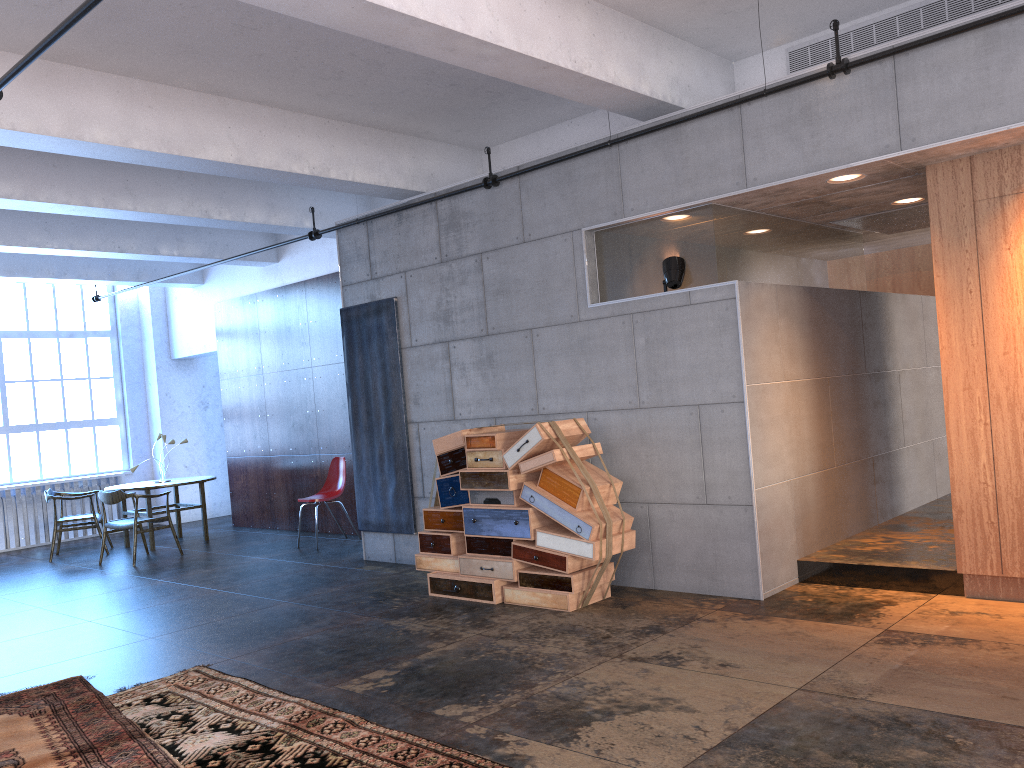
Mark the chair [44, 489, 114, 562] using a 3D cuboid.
[{"bbox_3d":[-5.339,1.695,10.918,0.682,0.864,0.718,-5,0,-21],"label":"chair"}]

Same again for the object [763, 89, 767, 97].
[{"bbox_3d":[6.498,-0.179,2.631,0.052,0.051,0.064,-5,0,35],"label":"object"}]

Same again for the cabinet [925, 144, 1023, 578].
[{"bbox_3d":[6.409,-0.431,3.733,7.942,2.563,2.427,-5,0,43],"label":"cabinet"}]

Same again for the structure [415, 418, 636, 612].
[{"bbox_3d":[0.000,0.945,6.667,1.874,1.315,0.651,-5,0,43],"label":"structure"}]

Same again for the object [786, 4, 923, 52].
[{"bbox_3d":[4.292,-1.283,4.666,5.834,2.868,0.059,-5,0,44],"label":"object"}]

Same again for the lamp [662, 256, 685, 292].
[{"bbox_3d":[1.155,-0.779,6.310,0.169,0.259,0.215,-5,0,24],"label":"lamp"}]

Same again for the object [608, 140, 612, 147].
[{"bbox_3d":[6.499,-0.120,2.718,0.063,0.053,0.051,-5,0,-4],"label":"object"}]

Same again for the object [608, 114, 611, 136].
[{"bbox_3d":[6.503,-0.167,2.744,0.063,0.053,0.051,-5,0,0],"label":"object"}]

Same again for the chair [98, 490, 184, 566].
[{"bbox_3d":[-4.254,1.592,10.068,0.715,0.864,0.684,-5,0,30],"label":"chair"}]

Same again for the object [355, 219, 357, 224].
[{"bbox_3d":[6.536,-0.158,2.697,0.053,0.052,0.061,-5,0,1],"label":"object"}]

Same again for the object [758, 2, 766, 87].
[{"bbox_3d":[6.436,-0.174,2.749,0.059,0.060,0.050,-5,0,-13],"label":"object"}]

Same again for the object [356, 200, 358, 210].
[{"bbox_3d":[6.524,-0.085,2.668,0.073,0.063,0.064,-5,0,8],"label":"object"}]

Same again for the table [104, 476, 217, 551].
[{"bbox_3d":[-4.419,1.673,11.263,1.314,0.851,1.306,-5,0,-3],"label":"table"}]

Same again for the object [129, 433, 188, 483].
[{"bbox_3d":[-4.469,0.932,11.248,0.790,0.624,0.235,-5,0,-45],"label":"object"}]

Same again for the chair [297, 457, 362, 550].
[{"bbox_3d":[-2.100,1.346,10.094,0.419,0.988,0.669,-4,0,43],"label":"chair"}]

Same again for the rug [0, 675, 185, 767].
[{"bbox_3d":[-2.376,1.735,3.660,1.913,0.048,3.453,-4,-1,-38],"label":"rug"}]
